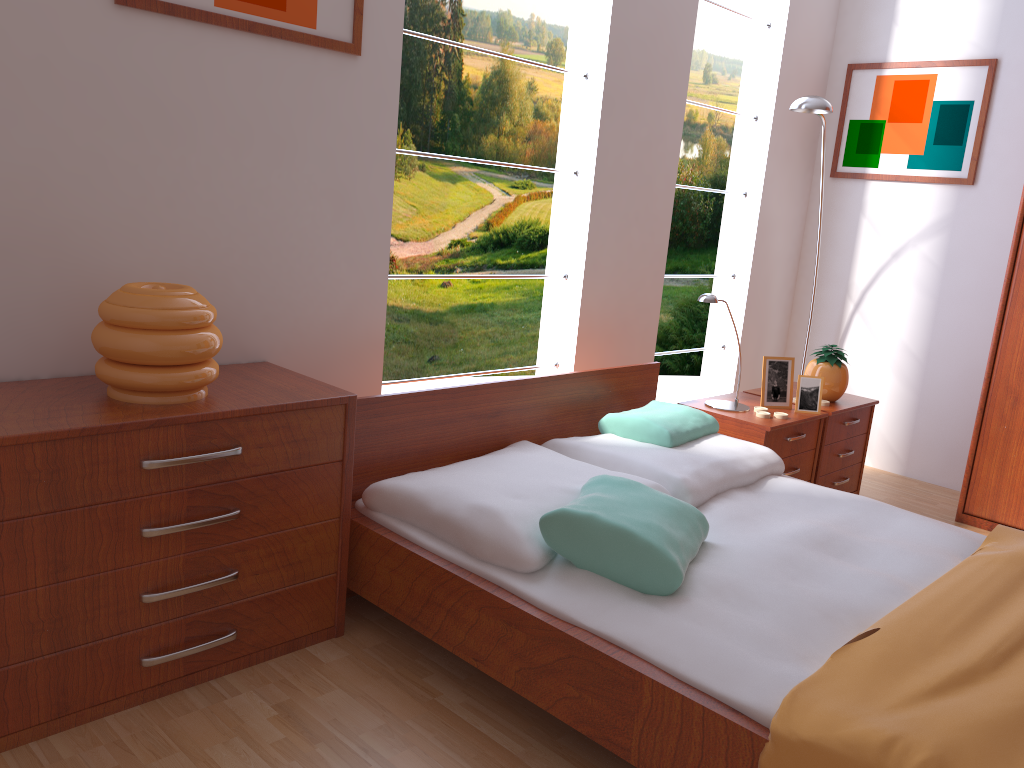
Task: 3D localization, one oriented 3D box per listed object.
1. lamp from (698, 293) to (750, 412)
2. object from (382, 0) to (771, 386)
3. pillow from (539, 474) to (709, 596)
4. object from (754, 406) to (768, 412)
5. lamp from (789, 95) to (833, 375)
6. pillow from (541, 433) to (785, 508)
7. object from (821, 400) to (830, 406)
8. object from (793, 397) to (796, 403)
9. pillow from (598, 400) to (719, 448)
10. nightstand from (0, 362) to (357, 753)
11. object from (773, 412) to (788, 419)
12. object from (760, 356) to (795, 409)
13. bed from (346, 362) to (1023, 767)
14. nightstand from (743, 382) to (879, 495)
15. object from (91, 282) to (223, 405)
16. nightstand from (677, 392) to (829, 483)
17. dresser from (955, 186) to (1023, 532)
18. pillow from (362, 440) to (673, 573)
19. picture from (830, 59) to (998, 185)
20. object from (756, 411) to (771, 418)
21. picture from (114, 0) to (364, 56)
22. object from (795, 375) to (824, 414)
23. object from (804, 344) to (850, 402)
[{"bbox_3d":[0.759,-0.110,3.129,0.163,0.421,0.337,12,14,31],"label":"lamp"},{"bbox_3d":[0.382,-0.956,3.321,0.033,1.815,2.205,16,16,42],"label":"object"},{"bbox_3d":[0.276,0.342,2.102,0.334,0.164,0.425,10,13,19],"label":"pillow"},{"bbox_3d":[0.901,0.096,3.211,0.049,0.018,0.049,12,14,29],"label":"object"},{"bbox_3d":[1.298,-0.376,3.870,0.387,1.603,0.799,9,12,16],"label":"lamp"},{"bbox_3d":[0.487,0.246,2.841,0.574,0.182,0.630,16,16,41],"label":"pillow"},{"bbox_3d":[1.206,0.075,3.440,0.049,0.018,0.049,12,14,29],"label":"object"},{"bbox_3d":[1.116,0.066,3.443,0.049,0.018,0.049,12,14,29],"label":"object"},{"bbox_3d":[0.483,0.139,2.913,0.276,0.116,0.322,15,16,39],"label":"pillow"},{"bbox_3d":[-0.816,0.325,2.004,0.428,0.626,0.815,16,16,42],"label":"nightstand"},{"bbox_3d":[0.955,0.114,3.150,0.049,0.018,0.049,12,14,29],"label":"object"},{"bbox_3d":[0.986,-0.004,3.290,0.131,0.191,0.037,2,13,-16],"label":"object"},{"bbox_3d":[0.764,0.453,2.205,1.990,0.560,1.632,16,16,42],"label":"bed"},{"bbox_3d":[1.196,0.263,3.641,0.377,0.442,0.439,16,16,42],"label":"nightstand"},{"bbox_3d":[-0.766,-0.092,1.923,0.264,0.244,0.264,-2,14,-29],"label":"object"},{"bbox_3d":[0.871,0.304,3.312,0.377,0.442,0.439,16,16,42],"label":"nightstand"},{"bbox_3d":[2.729,-0.223,2.820,2.017,2.004,0.487,16,16,42],"label":"dresser"},{"bbox_3d":[0.025,0.310,2.344,0.574,0.157,0.682,14,15,36],"label":"pillow"},{"bbox_3d":[1.779,-1.173,3.976,0.645,0.517,0.030,16,16,42],"label":"picture"},{"bbox_3d":[0.889,0.110,3.138,0.049,0.018,0.049,12,14,29],"label":"object"},{"bbox_3d":[-0.615,-1.103,2.097,0.030,0.517,0.645,16,16,42],"label":"picture"},{"bbox_3d":[1.093,0.039,3.259,0.094,0.137,0.027,5,12,-1],"label":"object"},{"bbox_3d":[1.252,-0.045,3.525,0.170,0.223,0.169,10,13,22],"label":"object"}]
